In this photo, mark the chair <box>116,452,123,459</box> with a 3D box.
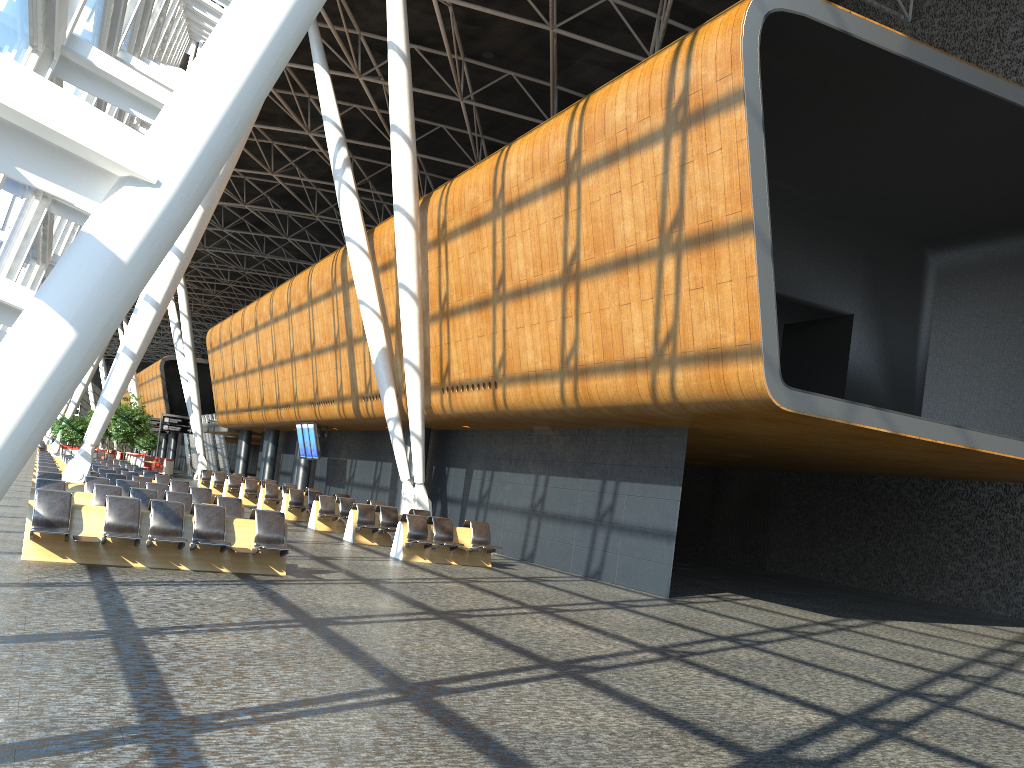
[{"bbox_3d":[-25.448,4.956,57.594,0.621,1.007,0.664,7,-3,7],"label":"chair"}]

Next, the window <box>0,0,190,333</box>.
[{"bbox_3d":[-36.067,-1.360,70.328,3.741,13.995,166.026,7,-6,-28],"label":"window"}]

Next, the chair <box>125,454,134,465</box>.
[{"bbox_3d":[-21.913,4.584,50.994,0.621,1.007,0.664,7,-3,7],"label":"chair"}]

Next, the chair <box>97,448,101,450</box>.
[{"bbox_3d":[-30.634,5.178,64.595,0.666,1.007,0.620,9,-3,-43],"label":"chair"}]

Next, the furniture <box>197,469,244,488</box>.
[{"bbox_3d":[-12.662,4.260,38.475,1.909,0.866,1.658,10,-6,-28],"label":"furniture"}]

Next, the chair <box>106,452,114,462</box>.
[{"bbox_3d":[-22.067,4.180,47.797,0.661,1.007,0.624,7,-2,-3],"label":"chair"}]

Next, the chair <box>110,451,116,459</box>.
[{"bbox_3d":[-26.233,4.967,58.471,0.660,1.007,0.626,7,-2,7],"label":"chair"}]

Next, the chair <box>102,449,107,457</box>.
[{"bbox_3d":[-28.333,5.111,61.751,0.666,1.007,0.620,9,-3,-43],"label":"chair"}]

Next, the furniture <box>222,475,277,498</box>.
[{"bbox_3d":[-9.833,3.963,33.191,1.909,0.866,1.658,10,-6,-28],"label":"furniture"}]

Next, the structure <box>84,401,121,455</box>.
[{"bbox_3d":[-29.516,3.475,64.053,3.096,4.520,5.766,7,-5,-5],"label":"structure"}]

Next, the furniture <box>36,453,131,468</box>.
[{"bbox_3d":[-16.006,3.196,32.988,3.273,0.866,1.658,10,-6,-28],"label":"furniture"}]

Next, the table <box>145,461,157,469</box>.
[{"bbox_3d":[-19.791,4.668,48.491,0.801,0.748,0.801,8,-4,-12],"label":"table"}]

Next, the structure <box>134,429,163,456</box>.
[{"bbox_3d":[-23.979,4.290,57.949,1.773,2.772,1.745,6,-3,20],"label":"structure"}]

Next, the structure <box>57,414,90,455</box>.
[{"bbox_3d":[-22.756,2.973,45.821,1.773,2.772,1.745,6,-3,20],"label":"structure"}]

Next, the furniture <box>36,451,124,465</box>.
[{"bbox_3d":[-17.421,3.344,35.630,3.273,0.866,1.658,10,-6,-28],"label":"furniture"}]

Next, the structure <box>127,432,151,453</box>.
[{"bbox_3d":[-28.591,4.752,67.266,1.928,2.988,1.897,6,-3,20],"label":"structure"}]

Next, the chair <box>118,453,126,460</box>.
[{"bbox_3d":[-22.699,4.595,51.871,0.660,1.007,0.626,7,-2,7],"label":"chair"}]

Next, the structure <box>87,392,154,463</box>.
[{"bbox_3d":[-22.369,2.613,49.792,3.116,4.523,5.785,9,-5,-35],"label":"structure"}]

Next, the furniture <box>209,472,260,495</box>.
[{"bbox_3d":[-11.247,4.112,35.833,1.909,0.866,1.658,10,-6,-28],"label":"furniture"}]

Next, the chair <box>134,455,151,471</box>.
[{"bbox_3d":[-20.595,4.522,49.164,0.620,1.007,0.665,6,-3,17],"label":"chair"}]

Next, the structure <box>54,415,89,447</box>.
[{"bbox_3d":[-26.118,3.292,52.113,1.825,2.844,1.796,6,-3,20],"label":"structure"}]

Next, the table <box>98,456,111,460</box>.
[{"bbox_3d":[-21.623,4.248,46.838,0.795,0.748,0.806,4,-5,33],"label":"table"}]

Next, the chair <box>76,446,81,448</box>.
[{"bbox_3d":[-30.288,4.822,61.309,0.658,1.007,0.628,6,-3,27],"label":"chair"}]

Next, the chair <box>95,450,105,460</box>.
[{"bbox_3d":[-23.005,4.188,48.799,0.623,1.007,0.663,7,-3,-3],"label":"chair"}]

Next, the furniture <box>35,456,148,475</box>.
[{"bbox_3d":[-13.177,2.898,27.704,3.273,0.866,1.658,10,-6,-28],"label":"furniture"}]

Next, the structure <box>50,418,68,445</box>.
[{"bbox_3d":[-27.888,3.438,54.924,1.798,2.806,1.769,6,-3,20],"label":"structure"}]

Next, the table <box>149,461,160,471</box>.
[{"bbox_3d":[-20.403,4.764,49.897,0.801,0.748,0.801,8,-4,-12],"label":"table"}]

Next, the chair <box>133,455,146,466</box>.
[{"bbox_3d":[-21.074,4.585,50.168,0.658,1.007,0.627,6,-3,17],"label":"chair"}]

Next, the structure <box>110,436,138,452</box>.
[{"bbox_3d":[-26.639,3.928,60.505,2.287,3.467,2.219,8,-3,-15],"label":"structure"}]

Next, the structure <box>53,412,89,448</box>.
[{"bbox_3d":[-24.192,3.009,48.337,1.855,2.961,1.935,5,-3,36],"label":"structure"}]

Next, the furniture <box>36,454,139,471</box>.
[{"bbox_3d":[-14.592,3.047,30.346,3.273,0.866,1.658,10,-6,-28],"label":"furniture"}]

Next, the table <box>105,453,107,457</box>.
[{"bbox_3d":[-27.972,5.165,60.756,0.806,0.748,0.796,10,-5,-42],"label":"table"}]
